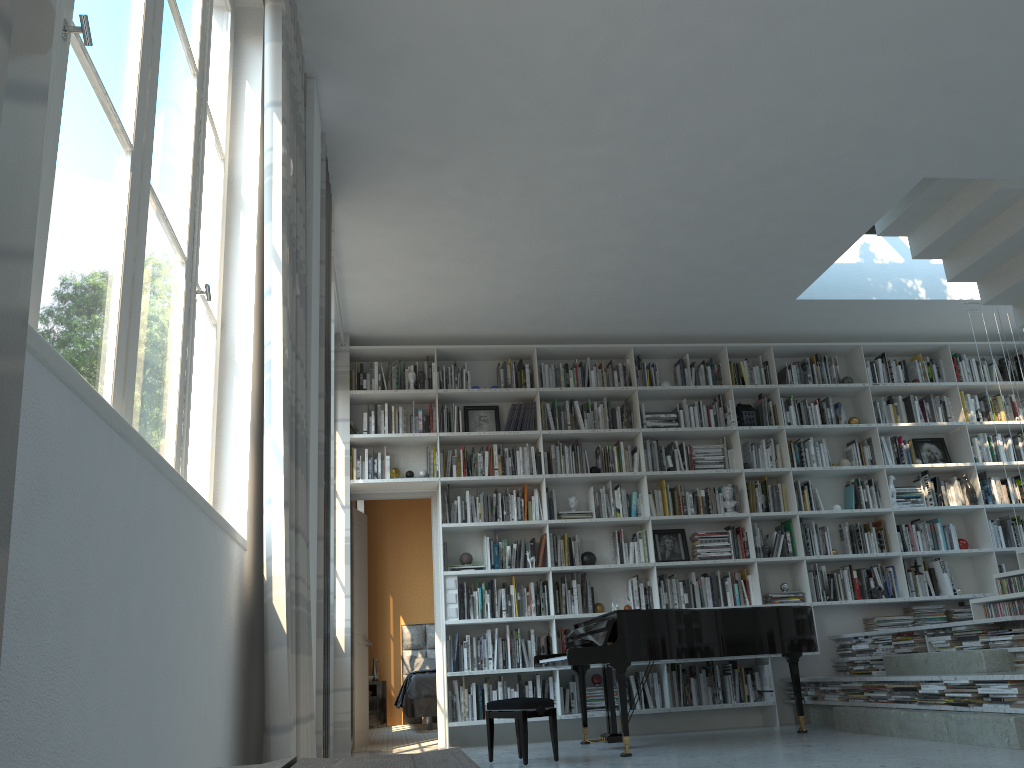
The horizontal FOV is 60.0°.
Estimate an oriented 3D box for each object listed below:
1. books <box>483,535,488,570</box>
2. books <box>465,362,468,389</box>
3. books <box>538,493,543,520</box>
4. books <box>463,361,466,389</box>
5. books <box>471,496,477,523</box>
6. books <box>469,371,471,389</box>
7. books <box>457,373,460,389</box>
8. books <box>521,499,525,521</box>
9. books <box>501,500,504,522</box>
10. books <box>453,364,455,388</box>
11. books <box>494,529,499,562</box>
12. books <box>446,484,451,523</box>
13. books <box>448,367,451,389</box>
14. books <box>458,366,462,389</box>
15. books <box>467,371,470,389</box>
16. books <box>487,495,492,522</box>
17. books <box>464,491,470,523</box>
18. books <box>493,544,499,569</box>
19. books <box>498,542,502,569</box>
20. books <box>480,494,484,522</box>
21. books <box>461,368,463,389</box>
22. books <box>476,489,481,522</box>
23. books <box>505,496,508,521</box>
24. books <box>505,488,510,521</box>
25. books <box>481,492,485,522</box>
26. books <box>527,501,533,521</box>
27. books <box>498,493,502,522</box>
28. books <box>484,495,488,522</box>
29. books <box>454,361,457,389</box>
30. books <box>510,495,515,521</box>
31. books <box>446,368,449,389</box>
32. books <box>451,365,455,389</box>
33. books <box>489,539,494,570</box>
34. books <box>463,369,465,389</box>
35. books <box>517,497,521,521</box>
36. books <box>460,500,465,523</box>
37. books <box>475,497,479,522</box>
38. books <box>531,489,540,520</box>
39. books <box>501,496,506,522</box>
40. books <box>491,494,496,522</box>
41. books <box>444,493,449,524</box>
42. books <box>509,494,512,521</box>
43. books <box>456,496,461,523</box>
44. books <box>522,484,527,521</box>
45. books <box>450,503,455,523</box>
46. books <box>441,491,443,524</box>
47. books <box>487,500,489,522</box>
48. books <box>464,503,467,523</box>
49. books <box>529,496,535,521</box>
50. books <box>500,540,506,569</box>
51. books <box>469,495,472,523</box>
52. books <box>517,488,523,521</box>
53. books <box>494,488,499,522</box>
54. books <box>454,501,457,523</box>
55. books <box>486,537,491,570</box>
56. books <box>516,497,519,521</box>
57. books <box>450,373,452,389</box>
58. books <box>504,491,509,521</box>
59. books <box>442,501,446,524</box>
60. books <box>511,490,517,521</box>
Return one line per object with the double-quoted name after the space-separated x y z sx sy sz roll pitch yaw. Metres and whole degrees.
-0.215 1.363 7.075 0.012 0.284 0.160 -1 -18 -8 "books"
-0.390 -0.025 7.531 0.015 0.292 0.131 -1 -18 -8 "books"
0.225 1.025 7.258 0.036 0.256 0.123 -1 -18 -8 "books"
-0.399 -0.033 7.519 0.007 0.300 0.146 -1 -18 -8 "books"
-0.315 1.042 7.187 0.049 0.242 0.140 -1 -18 -8 "books"
-0.359 0.012 7.515 0.013 0.209 0.137 -1 -18 -8 "books"
-0.457 0.021 7.484 0.026 0.182 0.162 -1 -18 -8 "books"
0.081 1.050 7.220 0.013 0.202 0.162 -1 -18 -8 "books"
-0.085 1.054 7.205 0.021 0.204 0.130 -1 -18 -8 "books"
-0.490 -0.022 7.490 0.007 0.271 0.155 -1 -18 -8 "books"
-0.123 1.341 7.107 0.011 0.334 0.154 -1 -18 -8 "books"
-0.511 0.990 7.139 0.012 0.332 0.185 -1 -18 -8 "books"
-0.530 -0.006 7.484 0.016 0.242 0.156 -1 -18 -8 "books"
-0.441 -0.010 7.502 0.013 0.252 0.129 -1 -18 -8 "books"
-0.371 0.012 7.503 0.014 0.201 0.171 -1 -18 -8 "books"
-0.186 1.034 7.186 0.023 0.241 0.185 -1 -18 -8 "books"
-0.361 1.019 7.171 0.023 0.280 0.174 -1 -18 -8 "books"
-0.135 1.391 7.053 0.029 0.207 0.190 -1 -18 -8 "books"
-0.100 1.392 7.099 0.030 0.230 0.148 -1 -18 -8 "books"
-0.252 1.029 7.168 0.021 0.246 0.189 -1 -18 -8 "books"
-0.426 0.002 7.490 0.013 0.219 0.182 -1 -18 -8 "books"
-0.270 1.010 7.181 0.011 0.292 0.184 -1 -18 -8 "books"
-0.055 1.042 7.210 0.013 0.227 0.152 -1 -18 -8 "books"
-0.035 1.009 7.235 0.011 0.303 0.130 -1 -18 -8 "books"
-0.239 1.024 7.191 0.011 0.270 0.158 -1 -18 -8 "books"
0.138 1.060 7.229 0.030 0.182 0.152 -1 -18 -8 "books"
-0.107 1.029 7.209 0.021 0.255 0.156 -1 -18 -8 "books"
-0.218 1.034 7.173 0.024 0.236 0.167 -1 -18 -8 "books"
-0.478 -0.030 7.478 0.015 0.278 0.191 -1 -18 -8 "books"
-0.004 1.039 7.234 0.028 0.241 0.132 -1 -18 -8 "books"
-0.543 0.002 7.475 0.013 0.224 0.177 -1 -18 -8 "books"
-0.501 -0.016 7.488 0.016 0.260 0.154 -1 -18 -8 "books"
-0.170 1.378 7.083 0.031 0.254 0.144 -1 -18 -8 "books"
-0.408 0.003 7.485 0.021 0.213 0.174 -1 -18 -8 "books"
0.048 1.045 7.228 0.021 0.220 0.149 -1 -18 -8 "books"
-0.402 1.050 7.132 0.028 0.203 0.189 -1 -18 -8 "books"
-0.281 1.041 7.171 0.014 0.229 0.149 -1 -18 -8 "books"
0.193 1.012 7.257 0.027 0.285 0.148 -1 -18 -8 "books"
-0.067 1.038 7.197 0.013 0.228 0.177 -1 -18 -8 "books"
-0.154 1.033 7.209 0.048 0.255 0.142 -1 -18 -8 "books"
-0.528 1.023 7.129 0.027 0.265 0.176 -1 -18 -8 "books"
-0.023 1.032 7.224 0.011 0.251 0.140 -1 -18 -8 "books"
-0.429 1.038 7.143 0.022 0.235 0.178 -1 -18 -8 "books"
0.102 0.992 7.243 0.035 0.324 0.170 -1 -18 -8 "books"
-0.483 1.063 7.125 0.037 0.181 0.189 -1 -18 -8 "books"
-0.574 1.023 7.150 0.012 0.284 0.160 -1 -18 -8 "books"
-0.204 1.058 7.195 0.010 0.203 0.139 -1 -18 -8 "books"
-0.383 1.071 7.175 0.021 0.187 0.129 -1 -18 -8 "books"
0.166 1.041 7.239 0.031 0.222 0.145 -1 -18 -8 "books"
-0.074 1.382 7.099 0.022 0.248 0.129 -1 -18 -8 "books"
-0.342 1.033 7.160 0.011 0.245 0.177 -1 -18 -8 "books"
0.063 1.012 7.246 0.015 0.291 0.144 -1 -18 -8 "books"
-0.123 1.006 7.204 0.013 0.298 0.152 -1 -18 -8 "books"
-0.462 1.056 7.150 0.042 0.208 0.144 -1 -18 -8 "books"
-0.197 1.368 7.075 0.024 0.272 0.151 -1 -18 -8 "books"
0.033 1.046 7.221 0.012 0.216 0.160 -1 -18 -8 "books"
-0.516 0.021 7.487 0.014 0.192 0.147 -1 -18 -8 "books"
-0.044 1.019 7.214 0.012 0.271 0.146 -1 -18 -8 "books"
-0.552 1.056 7.133 0.026 0.208 0.155 -1 -18 -8 "books"
0.020 1.014 7.215 0.015 0.274 0.157 -1 -18 -8 "books"
